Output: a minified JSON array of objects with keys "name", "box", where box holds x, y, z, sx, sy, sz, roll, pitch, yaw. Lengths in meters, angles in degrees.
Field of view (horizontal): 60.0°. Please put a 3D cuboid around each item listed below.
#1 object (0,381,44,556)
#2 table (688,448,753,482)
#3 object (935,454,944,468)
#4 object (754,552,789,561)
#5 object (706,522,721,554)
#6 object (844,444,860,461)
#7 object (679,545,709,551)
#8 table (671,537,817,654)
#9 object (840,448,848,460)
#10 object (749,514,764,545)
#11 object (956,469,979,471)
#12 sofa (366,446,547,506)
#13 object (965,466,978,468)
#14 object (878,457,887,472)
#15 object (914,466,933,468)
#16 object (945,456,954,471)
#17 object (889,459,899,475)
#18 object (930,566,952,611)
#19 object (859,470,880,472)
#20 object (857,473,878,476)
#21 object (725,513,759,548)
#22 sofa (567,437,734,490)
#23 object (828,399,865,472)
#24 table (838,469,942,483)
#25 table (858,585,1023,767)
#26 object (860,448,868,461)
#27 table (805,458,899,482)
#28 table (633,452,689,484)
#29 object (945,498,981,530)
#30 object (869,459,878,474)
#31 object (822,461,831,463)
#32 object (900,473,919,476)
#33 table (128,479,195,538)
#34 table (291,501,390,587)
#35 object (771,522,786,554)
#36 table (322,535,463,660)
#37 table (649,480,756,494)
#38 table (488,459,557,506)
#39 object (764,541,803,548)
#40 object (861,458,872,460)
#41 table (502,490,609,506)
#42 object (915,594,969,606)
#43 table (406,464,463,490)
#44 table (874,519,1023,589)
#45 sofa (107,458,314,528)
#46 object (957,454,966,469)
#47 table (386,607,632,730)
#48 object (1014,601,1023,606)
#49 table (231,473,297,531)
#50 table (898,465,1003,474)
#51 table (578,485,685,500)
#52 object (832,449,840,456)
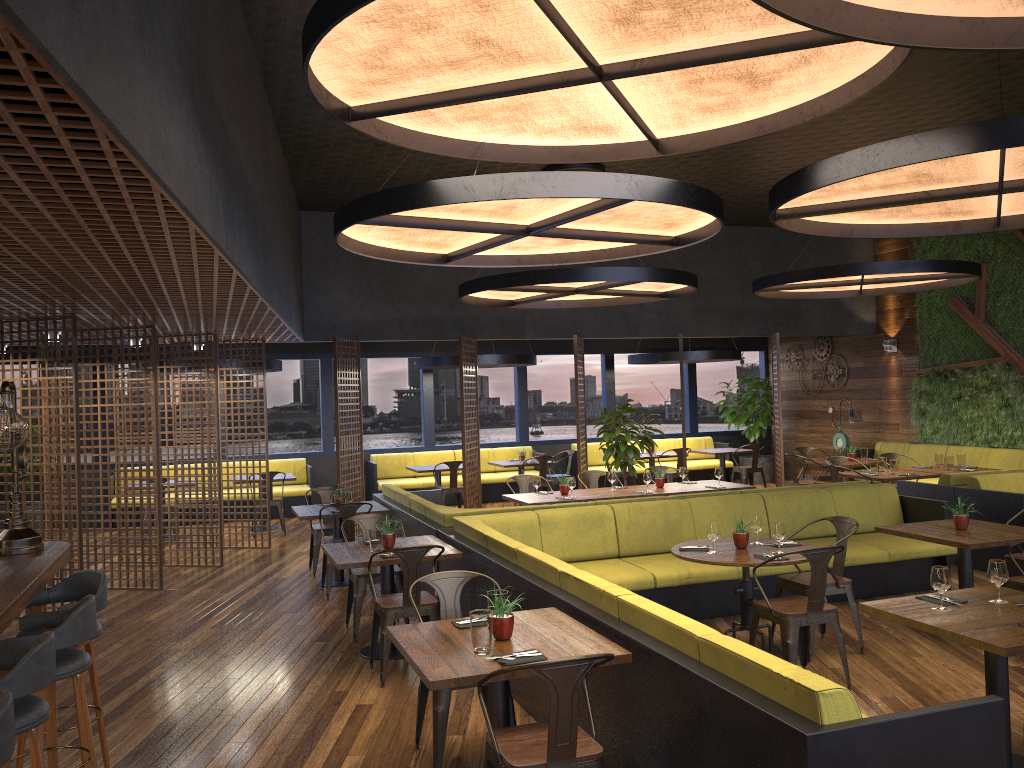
[{"name":"object","box":[-2.752,0.458,4.910,0.263,0.944,0.566,-2,-1,-26]},{"name":"table","box":[3.770,1.560,15.796,0.887,0.763,0.906,-2,-1,-19]},{"name":"object","box":[5.474,0.983,11.357,0.102,0.178,0.102,-1,-1,-33]},{"name":"object","box":[1.688,1.128,5.813,0.157,0.019,0.255,-2,-1,-12]},{"name":"object","box":[1.373,1.047,6.047,0.097,0.206,0.097,-2,-1,23]},{"name":"object","box":[4.887,0.972,12.757,0.238,0.271,0.260,-2,-1,3]},{"name":"object","box":[1.296,1.145,6.201,0.255,0.019,0.157,-2,-1,14]},{"name":"table","box":[1.625,1.522,6.131,1.007,0.760,1.007,-2,-1,19]},{"name":"object","box":[4.853,1.021,12.949,0.102,0.178,0.102,-2,-1,17]},{"name":"object","box":[1.747,1.038,6.336,0.097,0.206,0.097,-2,-1,20]},{"name":"object","box":[5.584,1.054,10.904,0.157,0.019,0.255,-2,-1,-19]},{"name":"sofa","box":[-0.939,1.636,15.584,3.061,0.914,0.966,-2,-1,-19]},{"name":"object","box":[5.790,1.051,11.248,0.157,0.019,0.255,-2,-1,-19]},{"name":"object","box":[4.628,1.008,11.070,0.102,0.178,0.102,-1,-1,-33]},{"name":"object","box":[5.303,1.069,11.427,0.157,0.019,0.255,-2,-1,-19]},{"name":"object","box":[5.418,0.981,10.979,0.102,0.178,0.102,-2,-1,17]},{"name":"object","box":[4.614,1.004,10.706,0.102,0.178,0.102,-2,-1,17]},{"name":"object","box":[2.108,1.004,4.360,0.097,0.206,0.097,-2,-1,-27]},{"name":"object","box":[4.509,1.092,11.157,0.157,0.019,0.255,-2,-1,-19]},{"name":"object","box":[4.293,1.095,10.741,0.157,0.019,0.255,-2,-1,-19]},{"name":"object","box":[1.585,1.006,6.173,0.238,0.271,0.260,-2,-1,3]},{"name":"sofa","box":[2.647,1.533,16.803,3.061,0.914,0.966,-2,-1,-19]},{"name":"object","box":[5.852,1.064,15.484,0.459,1.615,0.848,-2,-1,-19]},{"name":"table","box":[4.604,1.478,10.878,0.887,0.763,0.906,-2,-1,-19]},{"name":"table","box":[2.354,1.478,4.260,0.906,0.763,0.887,-2,-1,-19]},{"name":"object","box":[5.066,1.012,12.752,0.102,0.178,0.102,-2,-1,17]},{"name":"table","box":[4.894,1.490,12.760,0.887,0.763,0.906,-2,-1,-19]},{"name":"table","box":[2.445,1.599,15.349,0.906,0.763,0.887,-2,-1,-19]},{"name":"object","box":[3.368,0.953,6.630,0.260,0.271,0.238,-2,-1,16]},{"name":"object","box":[4.424,1.012,10.842,0.102,0.178,0.102,-1,-1,-33]},{"name":"object","box":[4.554,1.108,12.710,0.157,0.019,0.255,-2,-1,-19]},{"name":"object","box":[4.716,1.079,10.571,0.255,0.019,0.157,-2,-1,-19]},{"name":"table","box":[-5.032,1.814,12.804,0.887,0.763,0.906,-2,-1,-19]},{"name":"table","box":[-1.779,1.668,9.187,0.887,0.763,0.906,-2,-1,-19]},{"name":"object","box":[1.790,1.032,5.954,0.097,0.206,0.097,-2,-1,6]},{"name":"table","box":[-0.907,1.611,6.632,0.887,0.763,0.906,-2,-1,-19]},{"name":"table","box":[2.179,1.550,10.220,0.906,0.763,0.887,-2,-1,-19]},{"name":"table","box":[0.174,1.664,14.578,0.906,0.763,0.887,-2,-1,-19]},{"name":"object","box":[1.896,1.126,6.240,0.255,0.019,0.157,-2,-1,-16]},{"name":"object","box":[5.202,1.088,12.850,0.157,0.019,0.255,-2,-1,-19]},{"name":"table","box":[0.467,1.599,9.633,0.906,0.763,0.887,-2,-1,-19]},{"name":"object","box":[2.200,1.096,4.508,0.157,0.019,0.255,-2,-1,-18]},{"name":"table","box":[-1.151,1.702,14.123,0.887,0.763,0.906,-2,-1,-19]},{"name":"table","box":[3.400,1.470,6.618,0.887,0.763,0.906,-2,-1,-19]},{"name":"sofa","box":[-4.795,1.747,14.274,3.061,0.914,0.966,-2,-1,-19]},{"name":"object","box":[5.653,0.975,11.149,0.102,0.178,0.102,-1,-1,-33]},{"name":"table","box":[-0.040,1.554,4.076,0.887,0.763,0.906,-2,-1,-19]},{"name":"object","box":[2.602,1.082,4.378,0.255,0.019,0.157,-2,-1,-18]},{"name":"table","box":[-3.707,1.776,13.255,0.887,0.763,0.906,-2,-1,-19]},{"name":"table","box":[5.487,1.453,11.178,0.887,0.763,0.906,-2,-1,-19]},{"name":"table","box":[1.325,1.575,9.924,0.906,0.763,0.887,-2,-1,-19]},{"name":"object","box":[4.685,1.025,12.811,0.102,0.178,0.102,-1,-1,-33]}]
